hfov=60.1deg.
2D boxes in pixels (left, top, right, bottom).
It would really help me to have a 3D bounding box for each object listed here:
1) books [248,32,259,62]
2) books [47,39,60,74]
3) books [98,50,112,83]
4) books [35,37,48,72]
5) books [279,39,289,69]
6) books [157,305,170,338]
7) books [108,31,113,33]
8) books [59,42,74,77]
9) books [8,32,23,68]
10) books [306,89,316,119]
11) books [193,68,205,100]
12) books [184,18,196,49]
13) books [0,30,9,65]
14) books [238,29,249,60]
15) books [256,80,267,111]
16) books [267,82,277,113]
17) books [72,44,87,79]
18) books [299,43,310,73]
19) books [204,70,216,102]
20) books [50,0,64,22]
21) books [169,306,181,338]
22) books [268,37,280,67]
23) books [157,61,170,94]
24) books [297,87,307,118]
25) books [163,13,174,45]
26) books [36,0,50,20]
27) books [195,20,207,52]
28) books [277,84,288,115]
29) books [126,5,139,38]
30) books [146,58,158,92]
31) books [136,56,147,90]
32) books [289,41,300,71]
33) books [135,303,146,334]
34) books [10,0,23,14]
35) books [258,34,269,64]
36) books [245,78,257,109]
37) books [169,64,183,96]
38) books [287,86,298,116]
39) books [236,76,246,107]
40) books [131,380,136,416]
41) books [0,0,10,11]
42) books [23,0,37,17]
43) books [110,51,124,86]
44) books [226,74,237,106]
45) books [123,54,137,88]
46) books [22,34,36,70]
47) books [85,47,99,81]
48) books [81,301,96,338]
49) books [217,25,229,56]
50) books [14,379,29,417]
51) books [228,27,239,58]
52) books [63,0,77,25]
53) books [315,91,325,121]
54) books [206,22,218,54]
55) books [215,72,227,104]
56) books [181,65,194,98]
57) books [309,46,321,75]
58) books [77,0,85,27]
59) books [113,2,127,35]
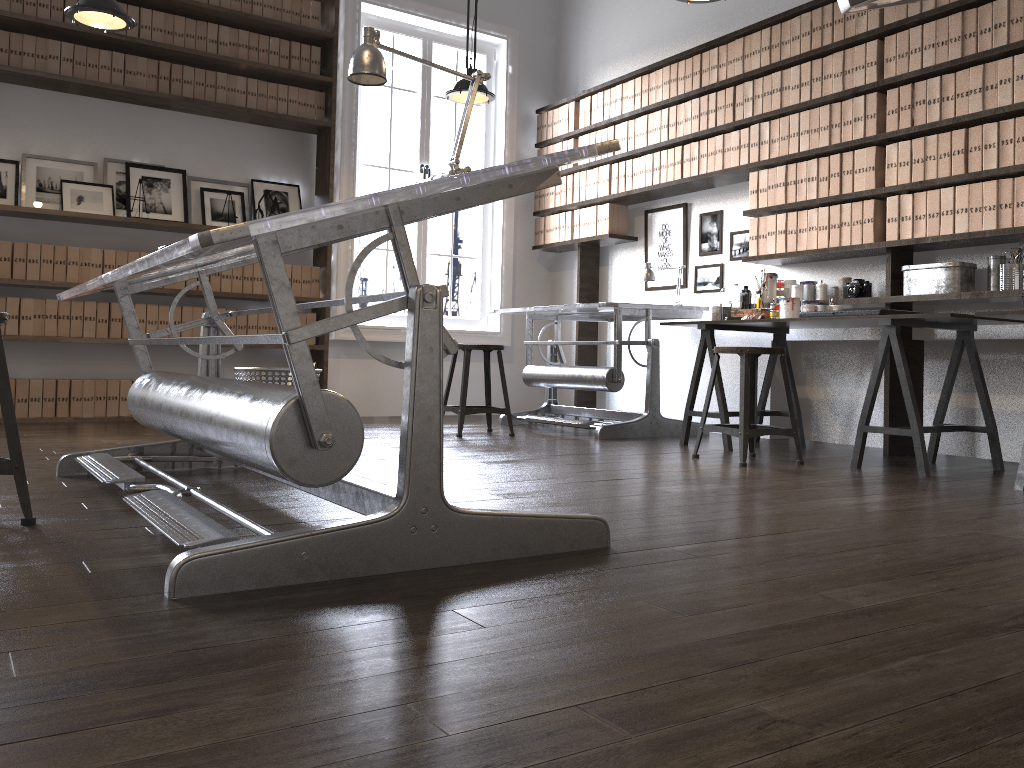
[{"bbox_3d":[-1.786,-2.254,6.026,0.066,0.226,0.174,2,-1,-33],"label":"books"},{"bbox_3d":[-2.788,-1.950,5.371,0.066,0.226,0.174,2,-1,-33],"label":"books"},{"bbox_3d":[-2.552,-1.948,5.524,0.066,0.226,0.174,2,-1,-33],"label":"books"},{"bbox_3d":[-2.842,-1.950,5.338,0.066,0.226,0.174,2,-1,-33],"label":"books"},{"bbox_3d":[-1.608,-2.252,6.142,0.066,0.226,0.174,2,-1,-33],"label":"books"},{"bbox_3d":[-2.261,-0.394,5.702,0.066,0.226,0.174,2,-1,-33],"label":"books"},{"bbox_3d":[-2.538,-2.260,5.532,0.067,0.226,0.174,2,-1,-33],"label":"books"},{"bbox_3d":[-2.727,-1.949,5.409,0.067,0.226,0.174,2,-1,-33],"label":"books"},{"bbox_3d":[-2.955,-1.951,5.266,0.066,0.226,0.174,2,-1,-33],"label":"books"},{"bbox_3d":[-1.447,-1.939,6.240,0.066,0.226,0.174,2,-1,-33],"label":"books"},{"bbox_3d":[-2.080,-1.944,5.833,0.066,0.226,0.174,2,-1,-33],"label":"books"},{"bbox_3d":[-2.130,-2.257,5.805,0.066,0.226,0.174,2,-1,-33],"label":"books"},{"bbox_3d":[-3.015,-1.952,5.228,0.066,0.226,0.174,2,-1,-33],"label":"books"},{"bbox_3d":[-1.839,-2.254,5.985,0.067,0.226,0.174,2,-1,-33],"label":"books"},{"bbox_3d":[-1.734,-1.941,6.056,0.066,0.226,0.174,2,-1,-33],"label":"books"},{"bbox_3d":[-1.677,-1.941,6.095,0.066,0.226,0.174,2,-1,-33],"label":"books"},{"bbox_3d":[-2.670,-1.949,5.450,0.066,0.226,0.174,2,-1,-33],"label":"books"},{"bbox_3d":[-1.482,-2.251,6.223,0.066,0.226,0.174,2,-1,-33],"label":"books"},{"bbox_3d":[-2.020,-1.944,5.872,0.066,0.226,0.174,2,-1,-33],"label":"books"},{"bbox_3d":[-2.775,-2.262,5.387,0.066,0.226,0.174,2,-1,-33],"label":"books"},{"bbox_3d":[-2.201,-0.393,5.739,0.066,0.226,0.174,2,-1,-33],"label":"books"},{"bbox_3d":[-1.665,-2.253,6.100,0.066,0.226,0.174,2,-1,-33],"label":"books"},{"bbox_3d":[-2.259,-1.945,5.711,0.067,0.226,0.174,2,-1,-33],"label":"books"},{"bbox_3d":[-1.498,-1.939,6.202,0.067,0.226,0.174,2,-1,-33],"label":"books"},{"bbox_3d":[-2.243,-2.258,5.729,0.066,0.226,0.174,2,-1,-33],"label":"books"},{"bbox_3d":[-2.832,-2.262,5.344,0.066,0.226,0.174,2,-1,-33],"label":"books"},{"bbox_3d":[-2.071,-2.256,5.841,0.066,0.226,0.174,2,-1,-33],"label":"books"},{"bbox_3d":[-1.616,-1.940,6.130,0.066,0.226,0.174,2,-1,-33],"label":"books"},{"bbox_3d":[-2.419,-2.259,5.613,0.066,0.226,0.174,2,-1,-33],"label":"books"},{"bbox_3d":[-2.324,-1.946,5.676,0.066,0.226,0.174,2,-1,-33],"label":"books"},{"bbox_3d":[-2.378,-1.946,5.638,0.066,0.226,0.174,2,-1,-33],"label":"books"},{"bbox_3d":[-1.542,-2.252,6.178,0.067,0.226,0.174,2,-1,-33],"label":"books"},{"bbox_3d":[-2.376,-0.395,5.619,0.066,0.226,0.174,2,-1,-33],"label":"books"},{"bbox_3d":[-2.953,-2.263,5.271,0.066,0.226,0.174,2,-1,-33],"label":"books"},{"bbox_3d":[-1.726,-2.253,6.065,0.066,0.226,0.174,2,-1,-33],"label":"books"},{"bbox_3d":[-1.791,-1.942,6.014,0.067,0.226,0.174,2,-1,-33],"label":"books"},{"bbox_3d":[-2.199,-1.945,5.757,0.066,0.226,0.174,2,-1,-33],"label":"books"},{"bbox_3d":[-1.554,-1.939,6.166,0.066,0.226,0.174,2,-1,-33],"label":"books"},{"bbox_3d":[-1.853,-1.942,5.976,0.066,0.226,0.174,2,-1,-33],"label":"books"},{"bbox_3d":[-2.383,0.088,5.612,0.067,0.226,0.174,2,-1,-33],"label":"books"},{"bbox_3d":[-3.007,-2.264,5.229,0.067,0.226,0.174,2,-1,-33],"label":"books"},{"bbox_3d":[-2.894,-2.263,5.309,0.066,0.226,0.174,2,-1,-33],"label":"books"},{"bbox_3d":[-2.489,-1.947,5.561,0.066,0.226,0.174,2,-1,-33],"label":"books"},{"bbox_3d":[-1.907,-1.943,5.944,0.066,0.226,0.174,2,-1,-33],"label":"books"},{"bbox_3d":[-2.428,-1.947,5.600,0.067,0.226,0.174,2,-1,-33],"label":"books"},{"bbox_3d":[-2.896,-1.951,5.298,0.067,0.226,0.174,2,-1,-33],"label":"books"},{"bbox_3d":[-2.612,-1.948,5.490,0.066,0.226,0.174,2,-1,-33],"label":"books"},{"bbox_3d":[-2.617,-0.397,5.465,0.066,0.226,0.174,2,-1,-33],"label":"books"},{"bbox_3d":[-1.950,-2.255,5.917,0.066,0.226,0.174,2,-1,-33],"label":"books"},{"bbox_3d":[-2.922,0.083,5.269,0.066,0.226,0.174,2,-1,-33],"label":"books"},{"bbox_3d":[-1.898,-2.255,5.952,0.066,0.226,0.174,2,-1,-33],"label":"books"},{"bbox_3d":[-2.709,-2.261,5.423,0.067,0.226,0.174,2,-1,-33],"label":"books"},{"bbox_3d":[-1.389,-1.938,6.279,0.066,0.226,0.174,2,-1,-33],"label":"books"},{"bbox_3d":[-2.009,-2.255,5.876,0.067,0.226,0.174,2,-1,-33],"label":"books"},{"bbox_3d":[-1.960,-1.943,5.903,0.067,0.226,0.174,2,-1,-33],"label":"books"},{"bbox_3d":[-2.137,-1.944,5.791,0.066,0.226,0.174,2,-1,-33],"label":"books"},{"bbox_3d":[-1.418,-2.251,6.262,0.066,0.226,0.174,2,-1,-33],"label":"books"},{"bbox_3d":[-2.650,-2.261,5.468,0.066,0.226,0.174,2,-1,-33],"label":"books"},{"bbox_3d":[-2.478,-2.259,5.571,0.066,0.226,0.174,2,-1,-33],"label":"books"}]
